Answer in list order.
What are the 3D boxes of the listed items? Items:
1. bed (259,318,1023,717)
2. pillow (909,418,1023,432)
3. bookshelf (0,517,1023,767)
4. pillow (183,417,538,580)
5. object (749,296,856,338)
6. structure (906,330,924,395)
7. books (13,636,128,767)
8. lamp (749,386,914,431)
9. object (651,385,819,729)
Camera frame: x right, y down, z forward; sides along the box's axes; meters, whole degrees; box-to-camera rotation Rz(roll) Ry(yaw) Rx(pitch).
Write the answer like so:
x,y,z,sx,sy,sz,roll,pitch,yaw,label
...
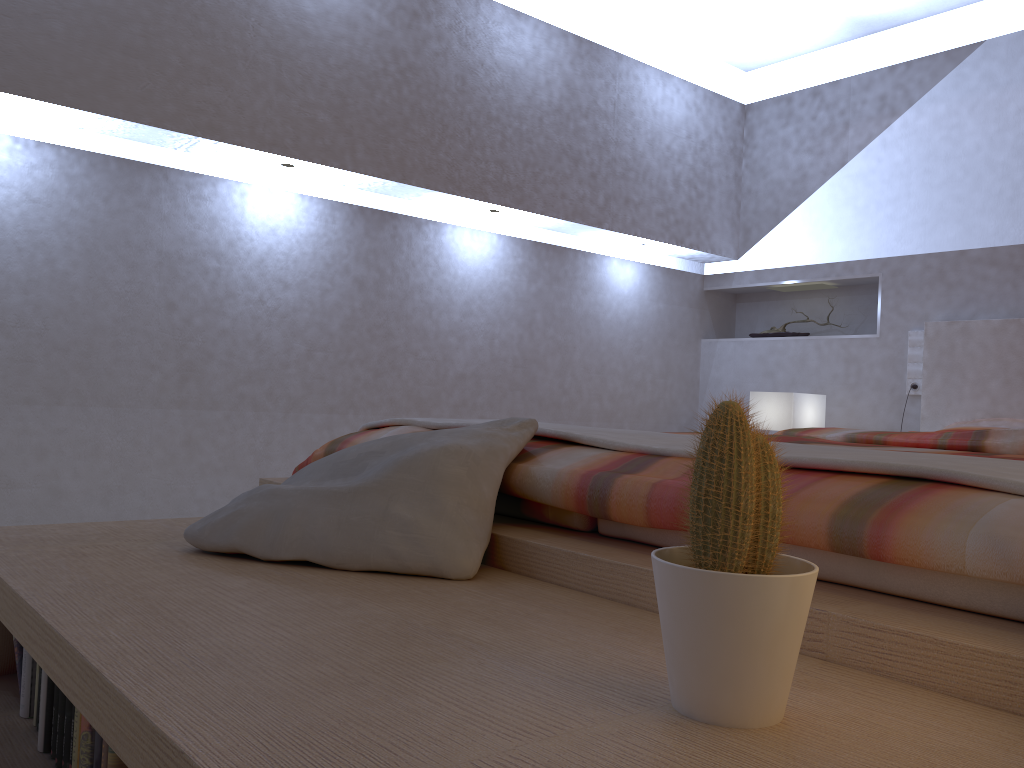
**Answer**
x,y,z,sx,sy,sz,roll,pitch,yaw,label
1.186,0.171,2.295,3.009,0.994,2.087,4,-1,-40,bed
1.850,0.216,3.412,0.492,0.180,0.572,4,-1,-39,pillow
-0.236,0.424,1.126,0.643,0.303,1.495,4,-1,-40,bookshelf
-0.234,0.168,1.536,0.498,0.241,0.470,2,-1,15,pillow
1.491,-0.353,4.590,0.183,0.242,0.589,4,-1,-41,object
1.805,-0.094,3.952,0.034,0.286,0.077,4,-1,-40,structure
-0.616,0.411,1.306,0.157,0.193,0.652,4,-1,-40,books
1.403,0.252,4.018,0.684,0.515,0.318,3,-1,-11,lamp
0.196,0.148,0.786,0.144,0.294,0.144,3,-1,-14,object
